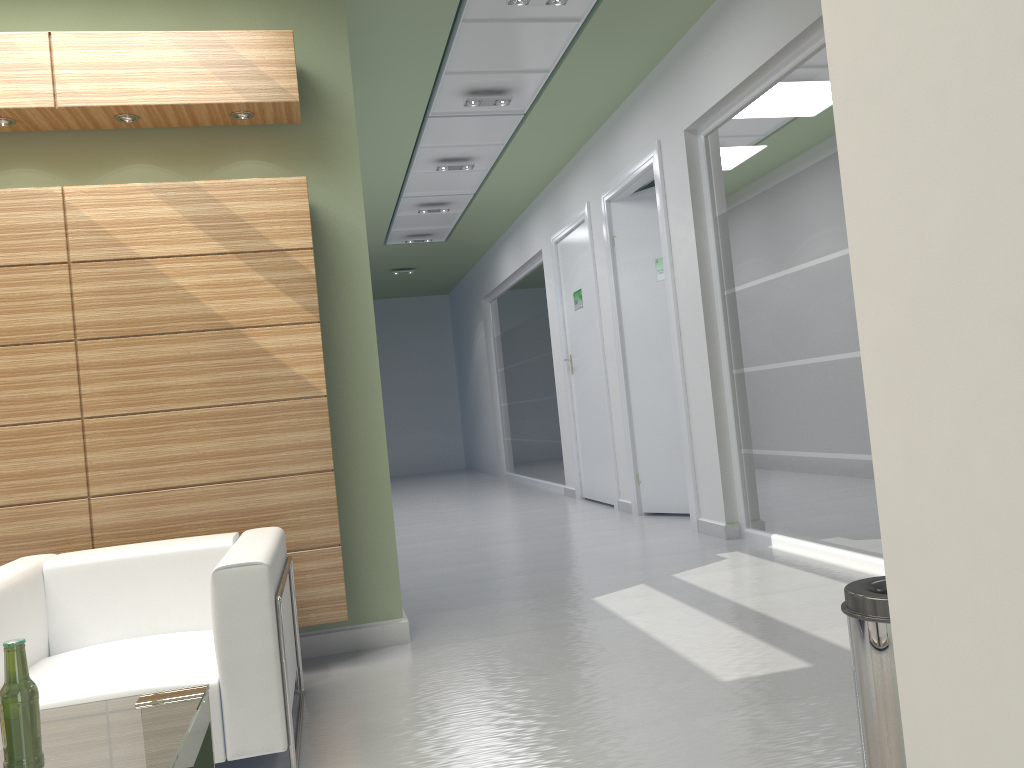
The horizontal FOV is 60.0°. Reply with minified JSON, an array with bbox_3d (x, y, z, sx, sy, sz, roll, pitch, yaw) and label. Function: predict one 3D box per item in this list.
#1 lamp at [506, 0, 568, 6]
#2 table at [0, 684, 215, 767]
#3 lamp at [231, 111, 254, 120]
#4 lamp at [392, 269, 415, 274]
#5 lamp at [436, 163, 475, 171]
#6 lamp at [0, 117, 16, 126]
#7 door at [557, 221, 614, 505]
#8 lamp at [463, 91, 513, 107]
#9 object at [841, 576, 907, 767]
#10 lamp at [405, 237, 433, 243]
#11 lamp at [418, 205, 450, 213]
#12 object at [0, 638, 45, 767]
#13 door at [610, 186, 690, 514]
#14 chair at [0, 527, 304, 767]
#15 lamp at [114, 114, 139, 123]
[{"bbox_3d":[0.281,-4.185,9.524,0.657,0.159,0.286,-5,-2,-12],"label":"lamp"},{"bbox_3d":[-2.017,1.791,2.866,1.783,0.742,2.197,-5,-2,-12],"label":"table"},{"bbox_3d":[-2.203,-2.218,7.240,0.181,0.074,0.181,-5,-2,-18],"label":"lamp"},{"bbox_3d":[-3.196,-3.330,26.026,0.657,0.159,0.286,-5,-2,-12],"label":"lamp"},{"bbox_3d":[-1.004,-3.869,15.623,0.657,0.159,0.286,-5,-2,-12],"label":"lamp"},{"bbox_3d":[-3.944,-2.055,6.864,0.181,0.074,0.181,-5,-2,-18],"label":"lamp"},{"bbox_3d":[1.342,-0.337,16.621,0.250,5.083,2.089,-5,-2,-12],"label":"door"},{"bbox_3d":[-0.347,-4.030,12.507,0.657,0.159,0.286,-5,-2,-12],"label":"lamp"},{"bbox_3d":[1.622,1.324,3.553,0.483,1.027,0.482,-4,-2,-41],"label":"object"},{"bbox_3d":[-2.277,-3.556,21.664,0.657,0.159,0.286,-5,-2,-12],"label":"lamp"},{"bbox_3d":[-1.649,-3.710,18.685,0.657,0.159,0.286,-5,-2,-12],"label":"lamp"},{"bbox_3d":[-1.780,1.165,3.205,0.131,0.475,0.131,-7,-2,43],"label":"object"},{"bbox_3d":[2.572,-0.552,13.611,0.134,5.083,2.089,-4,-2,-42],"label":"door"},{"bbox_3d":[-2.316,1.680,5.436,1.894,1.234,1.802,-5,-2,-12],"label":"chair"},{"bbox_3d":[-3.064,-2.137,7.054,0.181,0.074,0.181,-7,-2,38],"label":"lamp"}]
